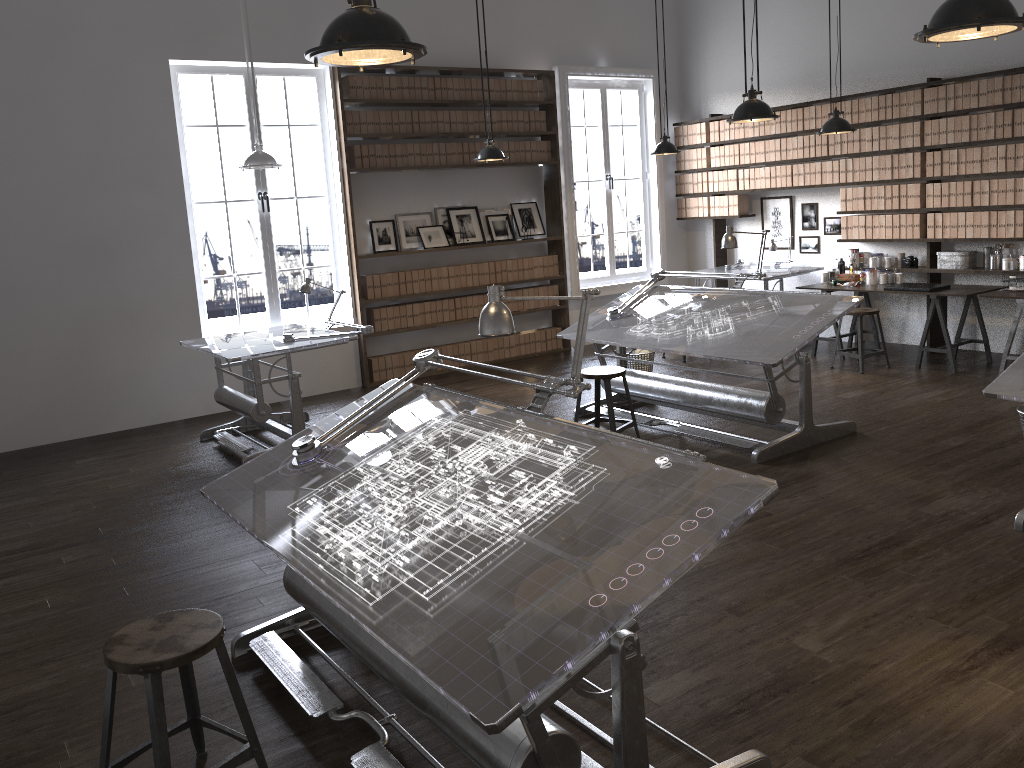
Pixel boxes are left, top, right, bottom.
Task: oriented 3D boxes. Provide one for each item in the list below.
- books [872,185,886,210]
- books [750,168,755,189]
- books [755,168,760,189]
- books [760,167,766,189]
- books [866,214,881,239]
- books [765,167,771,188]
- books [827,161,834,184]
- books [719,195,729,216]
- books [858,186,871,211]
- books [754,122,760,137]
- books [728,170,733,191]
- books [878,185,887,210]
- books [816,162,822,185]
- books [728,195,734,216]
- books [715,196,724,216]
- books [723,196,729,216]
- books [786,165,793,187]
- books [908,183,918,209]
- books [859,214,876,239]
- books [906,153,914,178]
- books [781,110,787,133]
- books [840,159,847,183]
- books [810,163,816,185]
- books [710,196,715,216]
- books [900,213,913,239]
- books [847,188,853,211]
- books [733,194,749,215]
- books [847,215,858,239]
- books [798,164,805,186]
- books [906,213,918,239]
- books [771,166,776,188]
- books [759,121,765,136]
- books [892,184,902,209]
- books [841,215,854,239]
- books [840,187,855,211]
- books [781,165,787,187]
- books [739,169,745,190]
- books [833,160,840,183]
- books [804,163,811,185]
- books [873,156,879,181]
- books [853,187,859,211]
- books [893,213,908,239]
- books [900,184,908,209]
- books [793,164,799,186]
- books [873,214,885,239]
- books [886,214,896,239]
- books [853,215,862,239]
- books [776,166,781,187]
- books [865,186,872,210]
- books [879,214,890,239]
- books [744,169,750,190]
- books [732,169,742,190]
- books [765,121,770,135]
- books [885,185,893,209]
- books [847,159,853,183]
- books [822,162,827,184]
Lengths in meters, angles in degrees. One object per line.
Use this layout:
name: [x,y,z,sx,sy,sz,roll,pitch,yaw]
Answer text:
books: [3.494,-1.766,8.404,0.175,0.224,0.067,-10,11,-33]
books: [2.654,-2.215,9.565,0.175,0.224,0.067,-10,11,-33]
books: [2.694,-2.207,9.509,0.175,0.224,0.067,-10,11,-33]
books: [2.730,-2.197,9.449,0.175,0.224,0.067,-10,11,-33]
books: [3.478,-1.509,8.493,0.175,0.224,0.067,-10,11,-33]
books: [2.768,-2.188,9.388,0.175,0.224,0.067,-10,11,-33]
books: [3.199,-2.092,8.764,0.175,0.224,0.067,-10,11,-33]
books: [2.419,-2.008,9.974,0.175,0.224,0.067,-10,11,-33]
books: [3.411,-1.783,8.514,0.175,0.224,0.067,-10,11,-33]
books: [2.657,-2.745,9.417,0.175,0.224,0.067,-10,11,-33]
books: [2.481,-2.261,9.814,0.175,0.224,0.067,-10,11,-33]
books: [3.530,-1.756,8.343,0.175,0.224,0.067,-10,11,-33]
books: [3.123,-2.108,8.869,0.175,0.224,0.067,-10,11,-33]
books: [2.498,-1.991,9.863,0.175,0.224,0.067,-10,11,-33]
books: [2.383,-2.015,10.024,0.175,0.224,0.067,-10,11,-33]
books: [2.453,-1.998,9.916,0.175,0.224,0.067,-10,11,-33]
books: [2.924,-2.153,9.162,0.175,0.224,0.067,-10,11,-33]
books: [3.699,-1.719,8.101,0.175,0.224,0.067,-10,11,-33]
books: [3.435,-1.517,8.549,0.175,0.224,0.067,-10,11,-33]
books: [3.672,-1.992,8.068,0.175,0.224,0.067,-10,11,-33]
books: [2.855,-2.700,9.124,0.175,0.224,0.067,-10,11,-33]
books: [3.280,-2.079,8.637,0.175,0.224,0.067,-10,11,-33]
books: [3.090,-2.117,8.928,0.175,0.224,0.067,-10,11,-33]
books: [2.340,-2.024,10.083,0.175,0.224,0.067,-10,11,-33]
books: [3.672,-1.465,8.207,0.175,0.224,0.067,-10,11,-33]
books: [3.341,-1.800,8.623,0.175,0.224,0.067,-10,11,-33]
books: [2.536,-1.982,9.804,0.175,0.224,0.067,-10,11,-33]
books: [3.362,-1.535,8.662,0.175,0.224,0.067,-10,11,-33]
books: [3.007,-2.135,9.042,0.175,0.224,0.067,-10,11,-33]
books: [3.711,-1.457,8.154,0.175,0.224,0.067,-10,11,-33]
books: [2.809,-2.178,9.328,0.175,0.224,0.067,-10,11,-33]
books: [2.700,-2.737,9.361,0.175,0.224,0.067,-10,11,-33]
books: [3.612,-1.738,8.223,0.175,0.224,0.067,-10,11,-33]
books: [3.320,-1.542,8.714,0.175,0.224,0.067,-10,11,-33]
books: [3.299,-1.808,8.681,0.175,0.224,0.067,-10,11,-33]
books: [2.887,-2.163,9.226,0.175,0.224,0.067,-10,11,-33]
books: [2.566,-2.234,9.689,0.175,0.224,0.067,-10,11,-33]
books: [3.238,-2.083,8.704,0.175,0.224,0.067,-10,11,-33]
books: [3.050,-2.126,8.986,0.175,0.224,0.067,-10,11,-33]
books: [3.482,-2.035,8.347,0.175,0.224,0.067,-10,11,-33]
books: [3.378,-1.792,8.572,0.175,0.224,0.067,-10,11,-33]
books: [3.633,-1.472,8.256,0.175,0.224,0.067,-10,11,-33]
books: [3.658,-1.729,8.165,0.175,0.224,0.067,-10,11,-33]
books: [2.971,-2.144,9.103,0.175,0.224,0.067,-10,11,-33]
books: [3.518,-1.500,8.437,0.175,0.224,0.067,-10,11,-33]
books: [3.592,-1.481,8.316,0.175,0.224,0.067,-10,11,-33]
books: [3.396,-1.526,8.609,0.175,0.224,0.067,-10,11,-33]
books: [2.848,-2.171,9.278,0.175,0.224,0.067,-10,11,-33]
books: [3.454,-1.775,8.462,0.175,0.224,0.067,-10,11,-33]
books: [3.554,-1.491,8.377,0.175,0.224,0.067,-10,11,-33]
books: [2.611,-2.224,9.621,0.175,0.224,0.067,-10,11,-33]
books: [2.513,-2.252,9.760,0.175,0.224,0.067,-10,11,-33]
books: [2.740,-2.729,9.305,0.175,0.224,0.067,-10,11,-33]
books: [3.574,-1.748,8.287,0.175,0.224,0.067,-10,11,-33]
books: [3.324,-2.071,8.579,0.175,0.224,0.067,-10,11,-33]
books: [3.165,-2.100,8.817,0.175,0.224,0.067,-10,11,-33]
